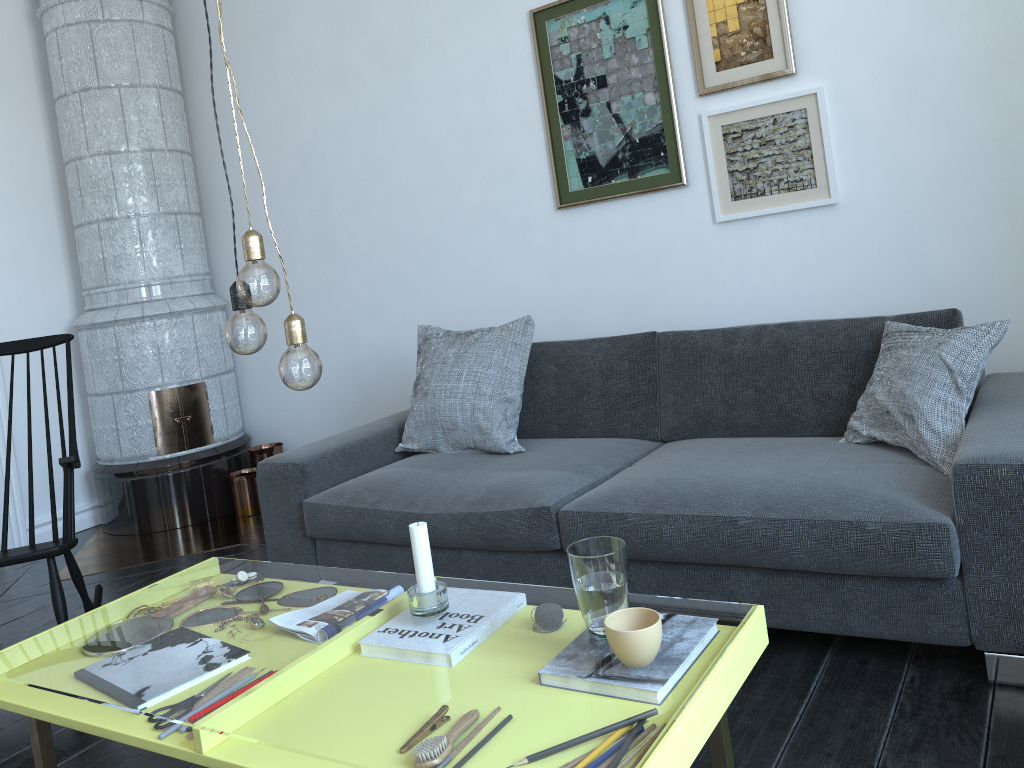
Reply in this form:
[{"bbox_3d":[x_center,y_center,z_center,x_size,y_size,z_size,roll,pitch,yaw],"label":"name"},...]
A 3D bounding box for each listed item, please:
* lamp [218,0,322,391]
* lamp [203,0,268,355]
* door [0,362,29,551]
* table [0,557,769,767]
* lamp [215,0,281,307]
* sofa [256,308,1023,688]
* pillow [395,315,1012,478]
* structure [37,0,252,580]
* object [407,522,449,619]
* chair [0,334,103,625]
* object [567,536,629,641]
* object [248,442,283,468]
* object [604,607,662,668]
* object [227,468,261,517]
[{"bbox_3d":[-0.475,-0.726,1.517,0.089,1.493,0.074,-9,1,-33],"label":"lamp"},{"bbox_3d":[-0.576,-0.790,1.558,0.074,1.493,0.086,-8,1,-6],"label":"lamp"},{"bbox_3d":[-2.825,-0.316,3.703,0.115,2.467,1.182,-8,2,33],"label":"door"},{"bbox_3d":[-0.295,0.657,1.595,1.393,0.398,0.608,-4,7,32],"label":"table"},{"bbox_3d":[-0.539,-0.872,1.513,0.074,1.493,0.074,-8,1,-10],"label":"lamp"},{"bbox_3d":[0.390,0.232,2.786,2.360,0.720,1.098,-4,7,32],"label":"sofa"},{"bbox_3d":[0.468,-0.026,2.837,2.044,0.490,0.484,-3,7,37],"label":"pillow"},{"bbox_3d":[-1.853,-0.745,4.277,0.781,2.881,1.270,-9,2,-12],"label":"structure"},{"bbox_3d":[-0.165,0.343,1.649,0.075,0.173,0.074,-9,2,-22],"label":"object"},{"bbox_3d":[-1.644,0.378,2.824,0.614,1.001,0.908,-9,4,-12],"label":"chair"},{"bbox_3d":[0.148,0.338,1.448,0.098,0.145,0.098,-9,3,-7],"label":"object"},{"bbox_3d":[-1.232,0.457,4.474,0.172,0.280,0.178,-6,3,33],"label":"object"},{"bbox_3d":[0.187,0.389,1.336,0.087,0.066,0.086,-11,6,-29],"label":"object"},{"bbox_3d":[-1.287,0.530,4.301,0.173,0.199,0.173,-7,4,23],"label":"object"}]
